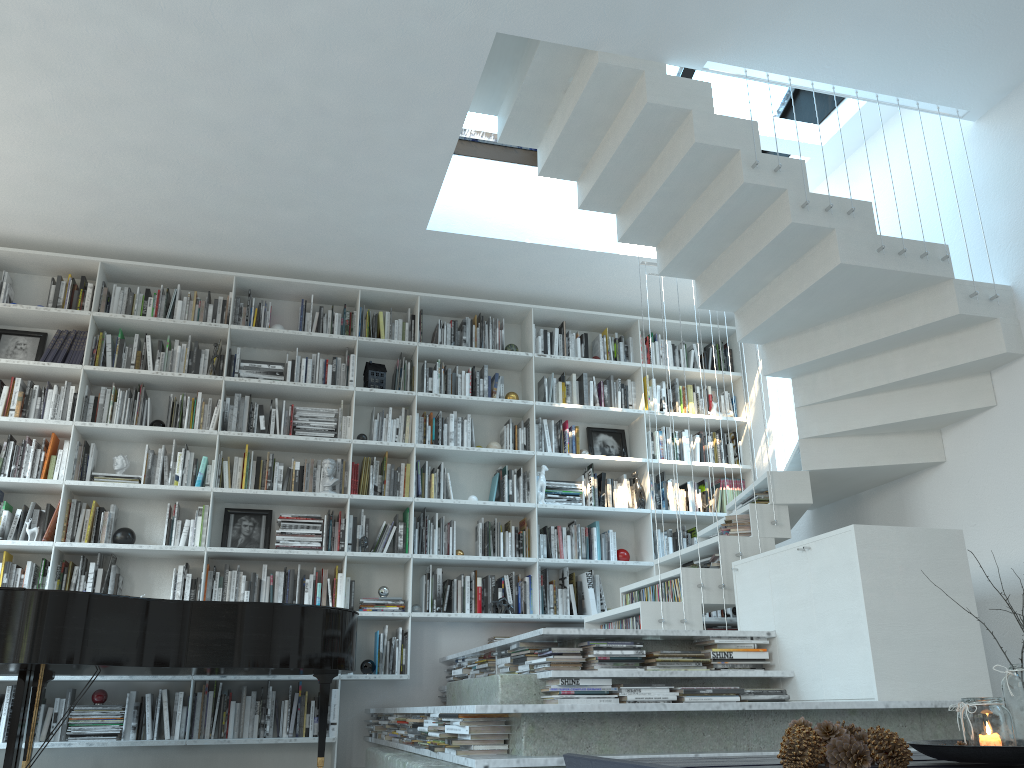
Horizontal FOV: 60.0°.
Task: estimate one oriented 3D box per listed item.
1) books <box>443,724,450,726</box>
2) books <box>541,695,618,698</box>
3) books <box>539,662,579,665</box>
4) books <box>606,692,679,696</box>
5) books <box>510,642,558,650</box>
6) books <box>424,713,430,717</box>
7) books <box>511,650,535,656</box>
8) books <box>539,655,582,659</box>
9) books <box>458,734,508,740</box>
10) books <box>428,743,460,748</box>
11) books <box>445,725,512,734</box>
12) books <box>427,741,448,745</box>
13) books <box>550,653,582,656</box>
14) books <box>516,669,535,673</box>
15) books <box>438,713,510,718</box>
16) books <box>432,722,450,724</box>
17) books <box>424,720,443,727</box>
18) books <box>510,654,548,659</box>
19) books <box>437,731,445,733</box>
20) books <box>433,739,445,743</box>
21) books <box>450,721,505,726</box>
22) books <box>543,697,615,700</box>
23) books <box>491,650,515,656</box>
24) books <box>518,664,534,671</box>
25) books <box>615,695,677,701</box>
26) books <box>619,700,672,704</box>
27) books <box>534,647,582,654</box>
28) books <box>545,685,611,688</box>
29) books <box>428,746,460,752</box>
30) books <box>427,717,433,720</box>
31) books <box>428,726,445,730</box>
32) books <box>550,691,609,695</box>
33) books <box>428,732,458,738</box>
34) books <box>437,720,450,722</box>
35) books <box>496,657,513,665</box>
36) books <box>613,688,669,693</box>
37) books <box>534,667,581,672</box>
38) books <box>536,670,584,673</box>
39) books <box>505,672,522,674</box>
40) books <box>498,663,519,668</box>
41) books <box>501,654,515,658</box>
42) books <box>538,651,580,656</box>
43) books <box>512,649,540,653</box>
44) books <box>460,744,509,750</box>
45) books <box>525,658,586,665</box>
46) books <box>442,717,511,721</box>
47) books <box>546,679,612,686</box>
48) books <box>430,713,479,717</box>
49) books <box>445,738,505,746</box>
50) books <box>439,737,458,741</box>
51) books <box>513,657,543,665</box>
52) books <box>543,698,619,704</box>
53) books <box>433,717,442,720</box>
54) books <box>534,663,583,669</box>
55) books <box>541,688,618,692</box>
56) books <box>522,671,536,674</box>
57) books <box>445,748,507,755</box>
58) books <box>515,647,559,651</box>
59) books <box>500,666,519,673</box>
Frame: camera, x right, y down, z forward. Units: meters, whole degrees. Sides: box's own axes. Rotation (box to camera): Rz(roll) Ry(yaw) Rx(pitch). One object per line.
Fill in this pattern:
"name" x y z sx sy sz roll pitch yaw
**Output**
"books" -0.189 1.329 3.461 0.133 0.009 0.210 3 -21 -11
"books" 0.277 1.302 3.695 0.285 0.008 0.160 6 -21 -16
"books" 0.210 1.243 3.939 0.134 0.006 0.228 3 -21 -11
"books" 0.550 1.320 3.770 0.272 0.012 0.159 6 -21 -16
"books" 0.104 1.246 4.213 0.189 0.022 0.238 3 -20 -10
"books" -0.277 1.396 3.744 0.157 0.014 0.216 4 -21 -13
"books" 0.117 1.278 4.205 0.168 0.013 0.282 6 -21 -17
"books" 0.213 1.222 3.947 0.137 0.012 0.243 4 -21 -14
"books" -0.105 1.259 3.174 0.137 0.019 0.225 4 -21 -14
"books" -0.208 1.396 3.431 0.178 0.009 0.277 6 -21 -16
"books" -0.125 1.236 3.176 0.156 0.027 0.288 7 -21 -19
"books" -0.214 1.388 3.432 0.191 0.006 0.276 4 -21 -13
"books" 0.235 1.213 3.957 0.091 0.011 0.190 6 -21 -16
"books" 0.124 1.352 4.181 0.154 0.007 0.293 4 -21 -12
"books" -0.139 1.192 3.188 0.192 0.014 0.257 6 -21 -18
"books" -0.203 1.321 3.460 0.175 0.006 0.252 5 -21 -15
"books" -0.275 1.428 3.733 0.141 0.028 0.223 7 -21 -19
"books" 0.115 1.293 4.199 0.187 0.009 0.251 5 -21 -15
"books" -0.199 1.352 3.449 0.150 0.004 0.291 3 -21 -11
"books" -0.200 1.384 3.438 0.170 0.006 0.269 5 -21 -15
"books" -0.125 1.217 3.183 0.165 0.015 0.244 3 -21 -11
"books" 0.277 1.309 3.693 0.264 0.006 0.165 4 -21 -14
"books" 0.023 1.362 4.486 0.192 0.014 0.257 6 -21 -18
"books" 0.129 1.336 4.188 0.155 0.028 0.190 4 -21 -14
"books" 0.553 1.331 3.755 0.232 0.019 0.170 7 -21 -19
"books" 0.550 1.352 3.762 0.208 0.015 0.153 6 -21 -16
"books" 0.205 1.191 3.956 0.149 0.014 0.229 6 -21 -16
"books" 0.274 1.270 3.717 0.257 0.010 0.132 3 -21 -11
"books" -0.218 1.406 3.425 0.191 0.016 0.209 3 -20 -10
"books" -0.277 1.409 3.740 0.139 0.013 0.289 3 -20 -10
"books" -0.210 1.337 3.452 0.168 0.013 0.282 7 -21 -19
"books" 0.278 1.287 3.694 0.210 0.012 0.169 3 -21 -11
"books" -0.212 1.360 3.443 0.191 0.015 0.247 4 -21 -14
"books" -0.192 1.315 3.465 0.133 0.008 0.285 6 -21 -18
"books" 0.036 1.399 4.476 0.174 0.029 0.251 6 -21 -16
"books" 0.547 1.310 3.785 0.211 0.018 0.135 4 -21 -12
"books" 0.197 1.265 3.927 0.161 0.014 0.213 3 -21 -11
"books" 0.213 1.277 3.927 0.144 0.009 0.250 5 -21 -15
"books" 0.060 1.457 4.462 0.136 0.013 0.259 5 -21 -15
"books" 0.031 1.419 4.467 0.178 0.015 0.188 3 -20 -10
"books" 0.046 1.379 4.486 0.145 0.017 0.209 7 -21 -19
"books" 0.209 1.202 3.953 0.132 0.009 0.270 3 -21 -11
"books" 0.118 1.268 4.209 0.171 0.007 0.261 6 -21 -16
"books" -0.101 1.292 3.163 0.132 0.014 0.206 5 -21 -15
"books" 0.190 1.232 3.937 0.185 0.014 0.298 5 -21 -15
"books" -0.132 1.204 3.186 0.176 0.010 0.267 6 -21 -18
"books" 0.277 1.249 3.710 0.234 0.025 0.158 7 -21 -19
"books" -0.213 1.293 3.467 0.182 0.016 0.257 4 -21 -12
"books" -0.136 1.274 3.160 0.187 0.017 0.206 3 -20 -10
"books" -0.192 1.375 3.443 0.154 0.014 0.197 5 -21 -15
"books" 0.120 1.310 4.195 0.177 0.026 0.231 5 -21 -15
"books" 0.282 1.316 3.670 0.262 0.023 0.201 6 -21 -16
"books" -0.212 1.305 3.463 0.178 0.010 0.196 3 -20 -10
"books" 0.203 1.252 3.934 0.152 0.015 0.208 6 -21 -17
"books" 0.277 1.276 3.702 0.292 0.012 0.160 4 -21 -12
"books" 0.128 1.365 4.177 0.142 0.020 0.231 3 -20 -10
"books" -0.129 1.304 3.151 0.184 0.017 0.231 4 -21 -13
"books" 0.117 1.261 4.211 0.170 0.008 0.209 4 -21 -12
"books" 0.043 1.439 4.464 0.167 0.024 0.193 4 -21 -14
